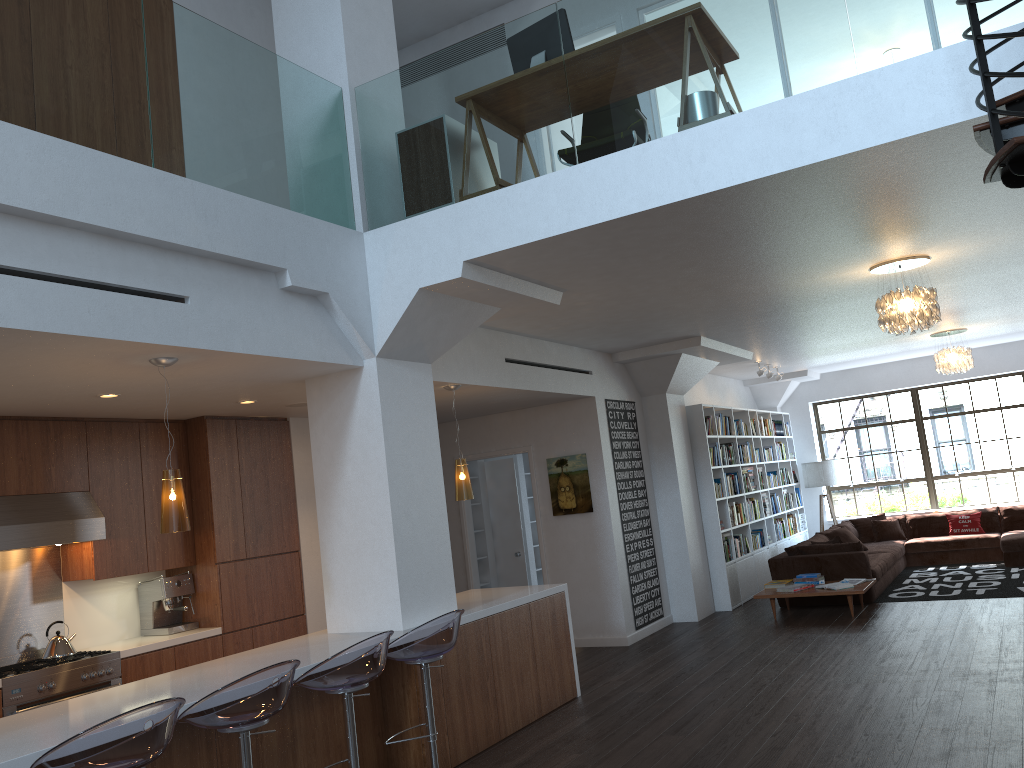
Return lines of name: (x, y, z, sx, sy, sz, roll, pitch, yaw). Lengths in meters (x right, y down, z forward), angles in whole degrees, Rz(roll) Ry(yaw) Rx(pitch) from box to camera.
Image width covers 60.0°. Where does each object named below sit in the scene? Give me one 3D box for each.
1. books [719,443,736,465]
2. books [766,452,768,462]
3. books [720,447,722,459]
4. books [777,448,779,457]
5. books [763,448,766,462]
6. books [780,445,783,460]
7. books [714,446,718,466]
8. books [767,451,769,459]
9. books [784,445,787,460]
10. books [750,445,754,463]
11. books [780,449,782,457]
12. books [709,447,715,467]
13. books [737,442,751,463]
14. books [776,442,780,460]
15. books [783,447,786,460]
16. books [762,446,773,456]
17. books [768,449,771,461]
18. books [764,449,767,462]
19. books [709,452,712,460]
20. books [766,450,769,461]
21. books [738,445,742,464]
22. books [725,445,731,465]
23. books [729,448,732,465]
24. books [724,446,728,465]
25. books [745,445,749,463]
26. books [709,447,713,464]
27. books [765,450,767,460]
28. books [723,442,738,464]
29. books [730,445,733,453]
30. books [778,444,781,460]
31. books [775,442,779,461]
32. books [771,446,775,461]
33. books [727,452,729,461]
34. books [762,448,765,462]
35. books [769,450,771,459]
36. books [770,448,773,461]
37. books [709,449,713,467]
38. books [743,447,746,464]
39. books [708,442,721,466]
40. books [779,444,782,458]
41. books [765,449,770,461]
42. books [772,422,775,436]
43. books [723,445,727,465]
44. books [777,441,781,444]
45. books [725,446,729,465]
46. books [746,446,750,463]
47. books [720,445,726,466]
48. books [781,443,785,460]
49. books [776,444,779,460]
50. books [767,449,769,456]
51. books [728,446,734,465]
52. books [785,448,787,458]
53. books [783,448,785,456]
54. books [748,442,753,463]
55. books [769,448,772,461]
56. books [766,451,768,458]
books: (2.780, 0.914, 11.487, 0.198, 0.284, 0.049, -11, -8, 29)
books: (3.663, 1.055, 12.923, 0.107, 0.167, 0.017, -11, -8, 29)
books: (2.515, 0.908, 10.997, 0.174, 0.236, 0.142, -11, -8, 30)
books: (3.962, 1.061, 13.462, 0.161, 0.223, 0.026, -11, -8, 29)
books: (3.571, 1.030, 12.787, 0.146, 0.202, 0.027, -11, -8, 29)
books: (4.068, 1.067, 13.675, 0.174, 0.240, 0.045, -11, -8, 29)
books: (2.397, 0.888, 10.767, 0.174, 0.242, 0.105, -11, -8, 29)
books: (3.705, 1.067, 13.001, 0.110, 0.153, 0.019, -11, -8, 29)
books: (4.196, 1.081, 13.900, 0.174, 0.240, 0.045, -11, -8, 29)
books: (3.233, 0.971, 12.210, 0.159, 0.250, 0.026, -11, -8, 29)
books: (4.058, 1.072, 13.640, 0.161, 0.223, 0.027, -11, -8, 29)
books: (2.359, 0.887, 10.692, 0.172, 0.235, 0.112, -11, -8, 29)
books: (3.154, 0.946, 12.102, 0.176, 0.290, 0.053, -11, -8, 29)
books: (3.970, 1.031, 13.504, 0.176, 0.290, 0.053, -11, -8, 29)
books: (4.169, 1.085, 13.836, 0.161, 0.223, 0.027, -11, -8, 29)
books: (3.811, 1.044, 13.226, 0.140, 0.231, 0.042, -11, -8, 29)
books: (3.740, 1.061, 13.084, 0.128, 0.178, 0.021, -11, -8, 29)
books: (3.599, 1.039, 12.839, 0.139, 0.191, 0.036, -11, -8, 29)
books: (2.291, 0.906, 10.569, 0.161, 0.182, 0.170, -11, -8, 29)
books: (3.683, 1.059, 12.971, 0.120, 0.167, 0.020, -11, -8, 29)
books: (2.918, 0.936, 11.662, 0.182, 0.253, 0.034, -11, -8, 29)
books: (2.675, 0.916, 11.285, 0.183, 0.253, 0.042, -11, -8, 29)
books: (2.708, 0.931, 11.307, 0.161, 0.223, 0.032, -11, -8, 29)
books: (2.620, 0.912, 11.187, 0.160, 0.251, 0.039, -11, -8, 29)
books: (3.095, 0.961, 11.987, 0.170, 0.245, 0.057, -11, -8, 29)
books: (2.341, 0.887, 10.666, 0.152, 0.232, 0.104, -11, -8, 29)
books: (3.630, 1.051, 12.885, 0.126, 0.173, 0.032, -11, -8, 29)
books: (2.820, 0.911, 11.524, 0.176, 0.291, 0.053, -11, -8, 29)
books: (2.769, 0.928, 11.446, 0.160, 0.251, 0.031, -11, -8, 29)
books: (3.994, 1.052, 13.539, 0.183, 0.253, 0.034, -11, -8, 29)
books: (3.908, 1.030, 13.412, 0.198, 0.284, 0.066, -11, -8, 29)
books: (3.832, 1.049, 13.269, 0.158, 0.226, 0.052, -11, -8, 29)
books: (2.661, 0.929, 11.250, 0.161, 0.223, 0.033, -11, -8, 29)
books: (3.556, 1.030, 12.764, 0.127, 0.200, 0.020, -11, -8, 29)
books: (3.752, 1.062, 13.102, 0.128, 0.178, 0.022, -11, -8, 29)
books: (3.797, 1.061, 13.186, 0.139, 0.191, 0.036, -11, -8, 29)
books: (2.324, 0.893, 10.641, 0.161, 0.218, 0.101, -11, -8, 29)
books: (3.029, 0.962, 11.878, 0.167, 0.230, 0.037, -11, -8, 29)
books: (2.440, 0.867, 10.832, 0.176, 0.290, 0.053, -11, -8, 29)
books: (4.035, 1.059, 13.606, 0.171, 0.246, 0.057, -11, -8, 29)
books: (3.721, 1.058, 13.065, 0.134, 0.184, 0.030, -11, -8, 29)
books: (3.905, 0.694, 13.500, 0.161, 0.223, 0.032, -11, -8, 29)
books: (2.598, 0.906, 11.154, 0.180, 0.259, 0.042, -11, -8, 29)
books: (4.104, 1.046, 13.741, 0.176, 0.290, 0.036, -11, -8, 29)
books: (2.642, 0.915, 11.219, 0.171, 0.246, 0.039, -11, -8, 29)
books: (3.124, 0.966, 12.030, 0.174, 0.239, 0.045, -11, -8, 29)
books: (2.560, 0.903, 11.076, 0.183, 0.253, 0.042, -11, -8, 29)
books: (4.131, 1.064, 13.780, 0.180, 0.259, 0.060, -11, -8, 29)
books: (3.945, 1.046, 13.443, 0.160, 0.250, 0.026, -11, -8, 29)
books: (3.710, 1.059, 13.042, 0.128, 0.178, 0.022, -11, -8, 29)
books: (2.741, 0.927, 11.376, 0.174, 0.240, 0.054, -11, -8, 29)
books: (4.224, 1.090, 13.925, 0.161, 0.223, 0.026, -11, -8, 29)
books: (4.156, 1.070, 13.815, 0.160, 0.250, 0.026, -11, -8, 29)
books: (3.182, 0.953, 12.156, 0.197, 0.283, 0.065, -11, -8, 29)
books: (3.774, 1.057, 13.153, 0.136, 0.196, 0.045, -11, -8, 29)
books: (3.676, 1.059, 12.944, 0.106, 0.162, 0.032, -11, -8, 29)
